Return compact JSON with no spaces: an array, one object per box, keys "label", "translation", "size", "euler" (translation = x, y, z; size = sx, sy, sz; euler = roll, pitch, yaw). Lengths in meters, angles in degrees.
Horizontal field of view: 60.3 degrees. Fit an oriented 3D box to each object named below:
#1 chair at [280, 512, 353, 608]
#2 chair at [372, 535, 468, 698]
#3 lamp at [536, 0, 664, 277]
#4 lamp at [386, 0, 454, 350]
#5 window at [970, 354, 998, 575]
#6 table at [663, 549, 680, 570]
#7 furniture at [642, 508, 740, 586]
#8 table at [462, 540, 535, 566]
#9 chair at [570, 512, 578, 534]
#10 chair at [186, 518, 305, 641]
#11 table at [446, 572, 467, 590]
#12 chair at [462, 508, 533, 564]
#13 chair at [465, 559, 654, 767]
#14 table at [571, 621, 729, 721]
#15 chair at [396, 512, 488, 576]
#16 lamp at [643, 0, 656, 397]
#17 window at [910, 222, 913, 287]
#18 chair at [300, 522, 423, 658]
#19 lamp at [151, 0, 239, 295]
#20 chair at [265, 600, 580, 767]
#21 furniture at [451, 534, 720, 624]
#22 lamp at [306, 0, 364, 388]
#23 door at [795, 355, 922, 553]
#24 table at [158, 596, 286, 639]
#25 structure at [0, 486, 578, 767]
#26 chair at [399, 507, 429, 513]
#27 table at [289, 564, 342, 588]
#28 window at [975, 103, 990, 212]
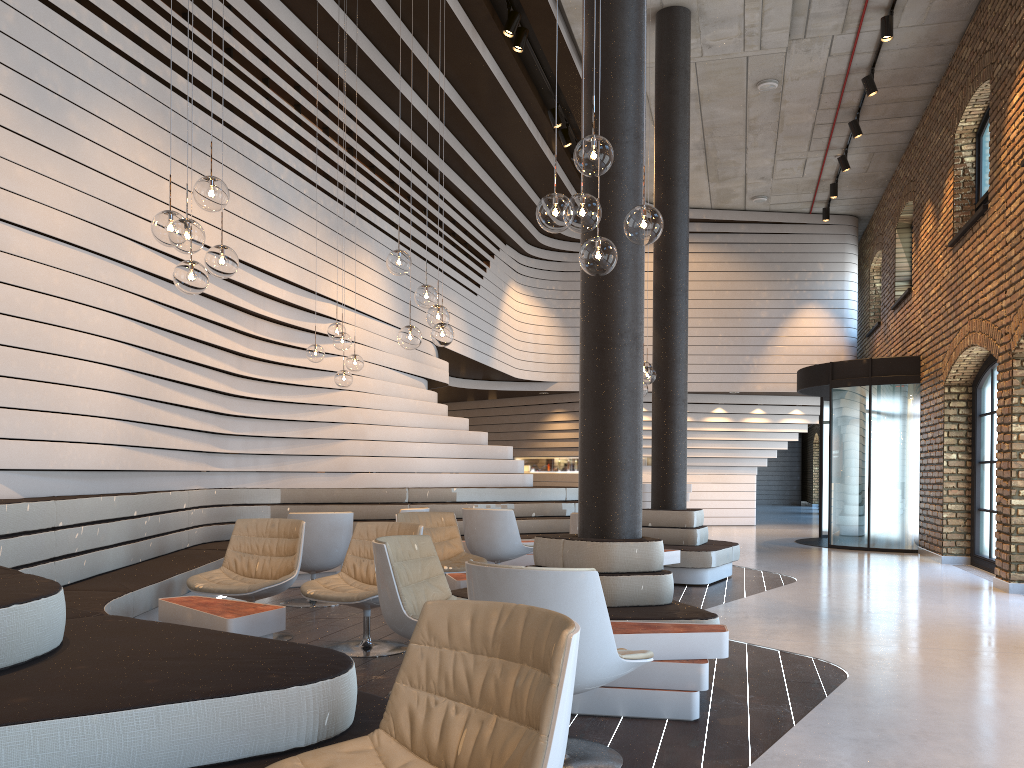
[{"label":"chair","translation":[-1.656,1.433,7.322],"size":[0.654,0.766,0.715],"euler":[2,-3,-31]},{"label":"chair","translation":[-0.324,1.138,4.309],"size":[0.713,0.766,0.656],"euler":[0,-2,18]},{"label":"lamp","translation":[0.393,-2.812,3.763],"size":[0.544,4.672,0.293],"euler":[0,0,0]},{"label":"lamp","translation":[-0.609,-2.601,6.010],"size":[0.310,4.739,0.659],"euler":[1,0,23]},{"label":"window","translation":[5.421,0.852,9.705],"size":[0.130,2.533,2.355],"euler":[1,-2,15]},{"label":"table","translation":[1.109,1.754,8.323],"size":[0.908,0.370,0.413],"euler":[-1,-3,17]},{"label":"furniture","translation":[1.792,1.677,9.227],"size":[1.765,0.721,1.285],"euler":[4,-6,-39]},{"label":"table","translation":[-0.079,1.831,9.174],"size":[0.903,0.370,0.416],"euler":[2,-3,-12]},{"label":"chair","translation":[0.809,1.480,7.594],"size":[0.658,0.765,0.710],"euler":[0,-3,16]},{"label":"chair","translation":[-1.697,1.271,5.723],"size":[0.659,0.765,0.710],"euler":[0,-3,22]},{"label":"table","translation":[-0.129,1.538,6.288],"size":[0.902,0.370,0.416],"euler":[4,-5,-38]},{"label":"chair","translation":[-0.130,1.545,8.311],"size":[0.660,0.766,0.709],"euler":[-1,-3,31]},{"label":"chair","translation":[0.164,1.046,3.368],"size":[0.660,0.766,0.708],"euler":[-1,-3,33]},{"label":"table","translation":[0.548,1.319,4.085],"size":[0.907,0.370,0.414],"euler":[0,-3,8]},{"label":"chair","translation":[-0.579,1.406,6.975],"size":[0.654,0.766,0.715],"euler":[2,-3,-35]},{"label":"lamp","translation":[1.123,-1.623,13.703],"size":[9.058,4.605,41.970],"euler":[-1,-6,15]},{"label":"window","translation":[6.395,-2.057,13.732],"size":[0.126,1.449,1.571],"euler":[1,-3,15]},{"label":"chair","translation":[-0.898,1.246,5.420],"size":[0.660,0.766,0.708],"euler":[-1,-3,35]},{"label":"lamp","translation":[-1.495,-2.773,4.297],"size":[0.294,4.672,0.543],"euler":[1,0,10]},{"label":"chair","translation":[-0.208,0.896,1.919],"size":[0.707,0.766,0.661],"euler":[2,-3,-38]},{"label":"furniture","translation":[0.296,1.260,5.233],"size":[1.271,0.721,1.784],"euler":[2,-5,-15]},{"label":"lamp","translation":[-1.569,-2.325,7.988],"size":[0.530,4.711,0.334],"euler":[0,0,-23]},{"label":"door","translation":[6.172,1.185,13.921],"size":[3.216,2.849,3.250],"euler":[-1,-3,22]},{"label":"table","translation":[-1.532,1.369,4.737],"size":[0.412,0.370,0.913],"euler":[3,-5,-42]},{"label":"structure","translation":[-2.119,1.081,4.678],"size":[5.784,0.926,18.247],"euler":[-1,-6,11]},{"label":"chair","translation":[-1.128,1.526,8.197],"size":[0.712,0.766,0.656],"euler":[0,-2,14]},{"label":"table","translation":[-2.017,1.742,8.447],"size":[0.902,0.370,0.416],"euler":[4,-5,-38]},{"label":"window","translation":[5.351,-2.473,9.708],"size":[0.126,1.449,1.571],"euler":[1,-3,15]}]
